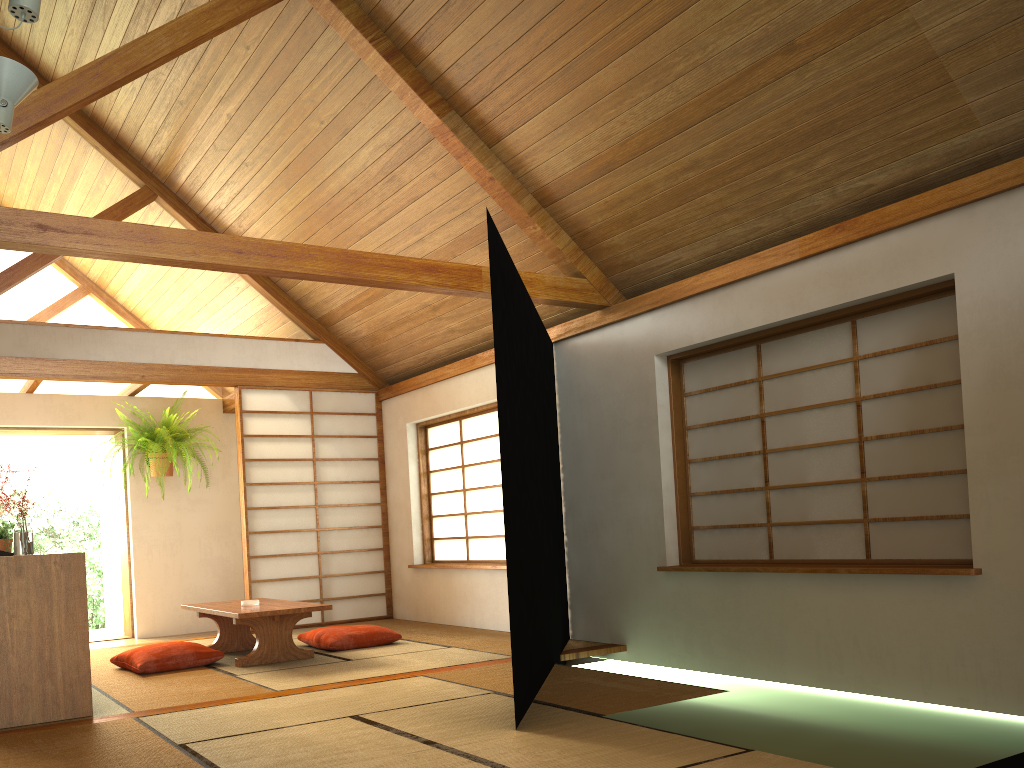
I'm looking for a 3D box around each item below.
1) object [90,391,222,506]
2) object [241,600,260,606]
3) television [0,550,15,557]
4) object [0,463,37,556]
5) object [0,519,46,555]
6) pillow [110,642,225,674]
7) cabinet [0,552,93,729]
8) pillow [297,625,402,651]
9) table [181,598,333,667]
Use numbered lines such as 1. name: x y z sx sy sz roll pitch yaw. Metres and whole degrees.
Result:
1. object: -3.203 0.609 8.123 1.191 1.120 1.138 1 -7 -40
2. object: -1.702 1.424 5.693 0.128 0.030 0.112 -8 -10 30
3. television: -2.920 1.180 4.989 0.460 0.535 0.689 0 -7 -34
4. object: -2.559 0.634 4.495 0.224 0.497 0.240 -2 -3 -27
5. object: -3.513 1.099 5.928 0.518 0.373 0.555 -5 -7 17
6. pillow: -2.151 1.691 5.462 0.520 0.147 0.607 4 -11 -39
7. cabinet: -2.935 1.352 4.971 0.522 0.732 2.853 -1 -9 -35
8. pillow: -1.137 1.743 6.058 0.522 0.130 0.605 3 -11 -34
9. table: -1.692 1.611 5.716 0.564 0.333 1.295 2 -10 -34
